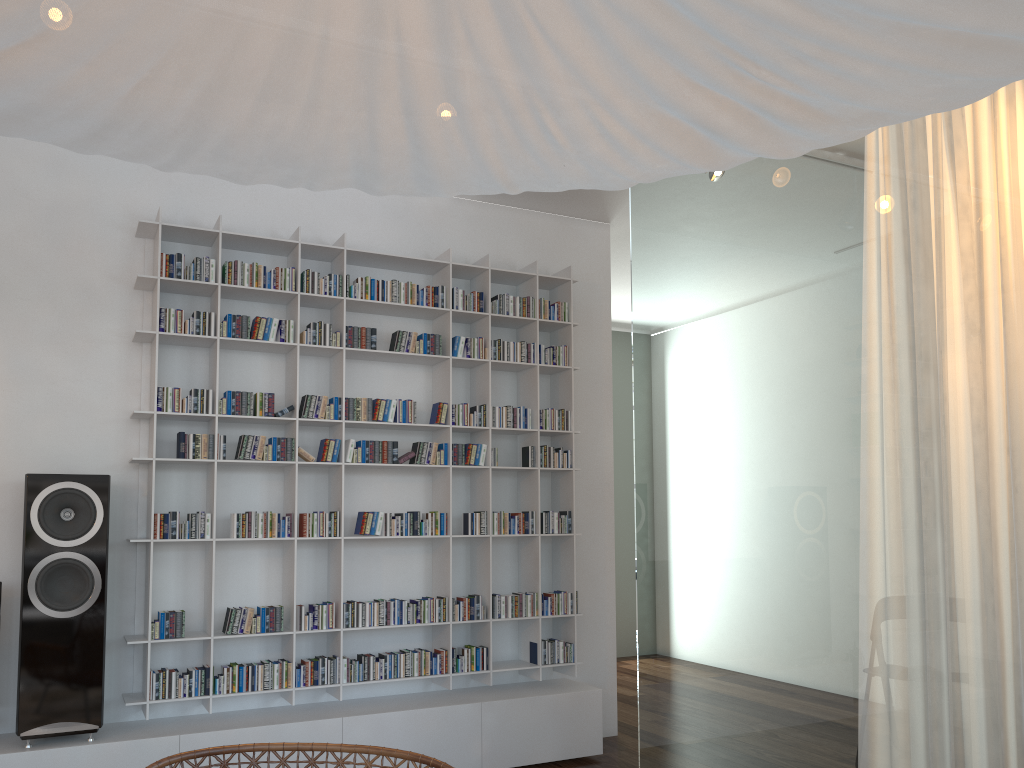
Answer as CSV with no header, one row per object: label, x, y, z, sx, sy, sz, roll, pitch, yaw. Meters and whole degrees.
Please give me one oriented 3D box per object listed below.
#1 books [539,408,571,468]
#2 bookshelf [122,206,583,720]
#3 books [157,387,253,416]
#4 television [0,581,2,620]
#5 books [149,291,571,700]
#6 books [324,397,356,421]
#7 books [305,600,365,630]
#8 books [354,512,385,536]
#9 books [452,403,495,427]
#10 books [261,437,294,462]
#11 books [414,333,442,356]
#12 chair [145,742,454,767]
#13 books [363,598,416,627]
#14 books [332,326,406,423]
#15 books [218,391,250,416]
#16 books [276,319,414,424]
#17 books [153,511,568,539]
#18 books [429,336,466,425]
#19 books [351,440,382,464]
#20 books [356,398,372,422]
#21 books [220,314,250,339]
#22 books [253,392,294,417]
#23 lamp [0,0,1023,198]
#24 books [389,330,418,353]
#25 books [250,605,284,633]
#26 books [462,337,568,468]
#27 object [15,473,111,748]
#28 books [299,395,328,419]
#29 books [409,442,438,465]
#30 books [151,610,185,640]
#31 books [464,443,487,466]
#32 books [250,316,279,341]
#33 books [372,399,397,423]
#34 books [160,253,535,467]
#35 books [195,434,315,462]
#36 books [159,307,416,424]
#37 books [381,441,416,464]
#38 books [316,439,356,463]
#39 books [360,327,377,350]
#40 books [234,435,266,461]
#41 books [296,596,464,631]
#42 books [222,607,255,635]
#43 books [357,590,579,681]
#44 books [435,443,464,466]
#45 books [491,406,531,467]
books,0.195,0.277,4.468,0.183,0.298,0.115,3,-6,-27
bookshelf,-0.633,0.372,4.093,2.088,2.060,0.228,3,-6,-27
books,-1.293,0.080,3.722,0.384,0.103,0.102,4,-8,-27
television,-2.285,1.014,3.124,0.788,0.596,0.348,1,-6,-8
books,-0.593,0.422,4.054,1.955,1.808,0.115,3,-6,-27
books,-0.778,0.117,3.982,0.139,0.103,0.100,4,-8,-28
books,-0.789,1.019,3.904,0.268,0.112,0.100,4,-8,-28
books,-0.645,0.632,4.006,0.118,0.107,0.090,3,-7,-27
books,-0.203,0.156,4.272,0.232,0.112,0.102,4,-8,-27
books,-1.019,0.288,3.845,0.132,0.103,0.100,4,-8,-28
books,-0.406,-0.179,4.196,0.132,0.103,0.100,4,-8,-28
chair,-0.418,0.996,1.357,0.718,0.704,0.691,-1,-7,6
books,-0.563,1.035,4.019,0.234,0.112,0.115,4,-8,-27
books,-0.663,-0.036,4.055,0.351,0.428,0.101,3,-6,-28
books,-1.191,0.088,3.773,0.132,0.103,0.100,4,-8,-28
books,-0.750,-0.047,4.011,0.622,0.435,0.101,3,-6,-27
books,-0.602,0.637,4.032,1.927,0.113,0.115,4,-8,-27
books,-0.308,-0.013,4.231,0.156,0.429,0.090,2,-5,-27
books,-0.666,0.312,4.023,0.132,0.103,0.100,4,-8,-28
books,-0.683,0.123,4.028,0.074,0.108,0.090,3,-7,-27
books,-1.197,-0.238,3.797,0.132,0.103,0.100,4,-8,-28
books,-1.034,0.099,3.851,0.164,0.105,0.090,3,-7,-27
lamp,-0.063,-0.341,0.390,1.471,0.208,1.481,-2,-9,10
books,-0.509,-0.188,4.143,0.118,0.107,0.090,3,-7,-27
books,-1.047,1.003,3.772,0.132,0.103,0.100,4,-8,-28
books,0.018,0.103,4.392,0.569,0.622,0.115,3,-6,-27
object,-1.726,0.854,3.410,0.295,0.996,0.282,2,-5,-27
books,-0.884,0.108,3.927,0.118,0.107,0.090,3,-7,-27
books,-0.413,0.329,4.150,0.118,0.107,0.090,3,-7,-27
books,-1.401,0.977,3.593,0.132,0.103,0.100,4,-8,-28
books,-0.188,0.344,4.263,0.118,0.107,0.090,3,-7,-27
books,-1.082,-0.230,3.854,0.118,0.107,0.090,3,-7,-27
books,-0.597,0.127,4.072,0.118,0.107,0.090,3,-7,-27
books,-0.686,-0.061,4.046,1.756,0.852,0.115,4,-6,-27
books,-1.100,0.281,3.802,0.504,0.105,0.090,4,-8,-27
books,-0.962,-0.059,3.902,1.126,0.428,0.102,4,-6,-27
books,-0.531,0.322,4.090,0.164,0.105,0.090,3,-7,-27
books,-0.787,0.302,3.961,0.158,0.109,0.090,3,-7,-27
books,-0.669,-0.199,4.062,0.074,0.103,0.090,3,-7,-27
books,-1.121,0.276,3.792,0.118,0.107,0.090,3,-7,-27
books,-0.590,1.033,4.005,0.766,0.112,0.115,4,-8,-27
books,-1.150,0.994,3.719,0.118,0.107,0.090,3,-7,-27
books,-0.189,1.179,4.198,1.135,0.347,0.115,4,-6,-27
books,-0.304,0.338,4.206,0.145,0.104,0.099,4,-8,-28
books,-0.024,0.262,4.357,0.231,0.298,0.115,3,-6,-27
